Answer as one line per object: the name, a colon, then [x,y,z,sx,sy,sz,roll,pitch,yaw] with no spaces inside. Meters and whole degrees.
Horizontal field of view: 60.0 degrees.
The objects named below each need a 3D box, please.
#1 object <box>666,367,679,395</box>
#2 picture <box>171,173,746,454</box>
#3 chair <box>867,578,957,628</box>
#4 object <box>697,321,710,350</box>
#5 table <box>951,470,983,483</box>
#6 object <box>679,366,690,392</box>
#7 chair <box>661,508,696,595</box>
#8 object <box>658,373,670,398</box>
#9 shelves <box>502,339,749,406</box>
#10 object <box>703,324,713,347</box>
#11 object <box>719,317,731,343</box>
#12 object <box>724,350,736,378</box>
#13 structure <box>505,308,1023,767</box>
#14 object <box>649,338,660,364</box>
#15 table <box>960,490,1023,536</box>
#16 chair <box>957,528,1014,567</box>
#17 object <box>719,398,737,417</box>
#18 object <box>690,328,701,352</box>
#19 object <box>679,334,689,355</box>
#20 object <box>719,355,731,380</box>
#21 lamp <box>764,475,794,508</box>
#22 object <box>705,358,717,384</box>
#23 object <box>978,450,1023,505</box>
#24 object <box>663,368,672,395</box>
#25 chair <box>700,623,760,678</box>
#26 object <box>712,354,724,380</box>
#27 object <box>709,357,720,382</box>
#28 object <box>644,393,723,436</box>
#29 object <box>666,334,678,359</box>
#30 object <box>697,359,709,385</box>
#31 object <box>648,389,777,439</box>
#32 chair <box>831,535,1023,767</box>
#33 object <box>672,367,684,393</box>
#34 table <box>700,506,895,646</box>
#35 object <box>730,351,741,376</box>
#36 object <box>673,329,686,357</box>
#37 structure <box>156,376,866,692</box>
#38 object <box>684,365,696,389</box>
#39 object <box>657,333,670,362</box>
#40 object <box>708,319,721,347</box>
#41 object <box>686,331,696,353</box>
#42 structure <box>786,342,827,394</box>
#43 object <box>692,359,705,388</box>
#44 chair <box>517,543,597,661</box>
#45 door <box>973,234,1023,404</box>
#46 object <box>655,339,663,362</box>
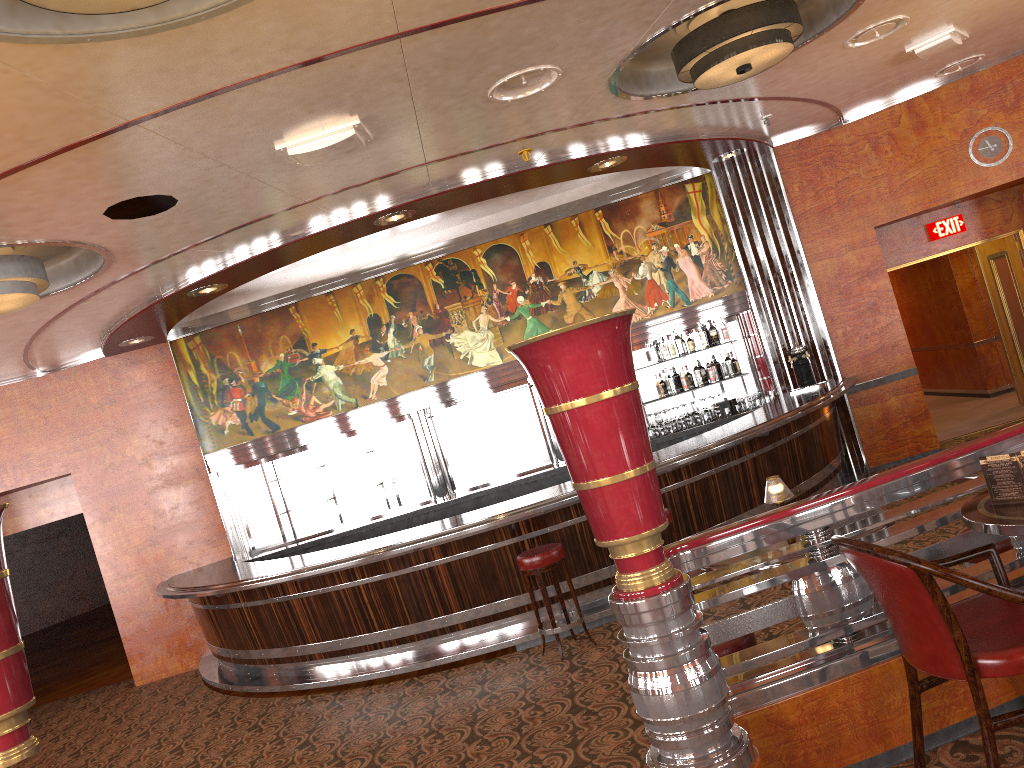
object: [1.732,-0.033,9.646,0.078,0.305,0.078,-17,0,-4]
picture: [-0.644,-0.747,9.761,6.256,1.322,0.001,-17,0,3]
chair: [1.580,1.141,3.322,0.351,0.755,0.349,-17,0,44]
object: [2.059,-0.528,9.589,0.078,0.305,0.078,-17,0,-16]
table: [2.532,0.753,4.142,0.848,0.960,0.850,-17,0,-17]
object: [1.864,-0.061,9.638,0.067,0.283,0.067,-17,0,-32]
chair: [1.094,1.316,6.495,0.351,0.755,0.349,-17,0,44]
object: [1.651,0.009,9.713,0.080,0.272,0.080,-17,0,6]
shelves: [1.224,-0.005,9.719,2.594,0.568,0.339,-17,0,3]
object: [2.151,-0.529,9.736,0.090,0.256,0.090,-17,0,9]
object: [2.292,-0.587,9.581,0.067,0.283,0.067,-17,0,14]
object: [2.360,-0.223,9.643,0.078,0.305,0.078,-17,0,16]
structure: [1.951,-0.460,3.372,4.347,3.605,0.550,-17,0,-23]
object: [1.536,-0.357,9.624,0.067,0.283,0.067,-17,0,-42]
table: [1.806,0.667,2.683,0.638,0.720,0.641,-17,0,-44]
chair: [2.150,0.972,3.728,0.351,0.755,0.349,-17,0,44]
object: [2.331,0.258,9.563,0.170,0.156,0.195,-17,0,28]
object: [1.995,-0.490,9.698,0.080,0.272,0.080,-17,0,-29]
object: [1.849,-0.428,9.672,0.068,0.235,0.212,-17,0,23]
object: [2.294,-0.186,9.602,0.080,0.272,0.080,-17,0,6]
lamp: [1.178,0.528,3.888,0.131,0.250,0.130,-17,0,23]
object: [2.137,-0.144,9.569,0.067,0.283,0.067,-17,0,-23]
object: [1.540,0.290,2.727,0.195,0.156,0.170,-17,0,-37]
object: [1.731,-0.032,9.736,0.078,0.305,0.206,-17,0,-1]
chair: [0.882,1.353,3.495,0.349,0.755,0.351,-17,0,-38]
object: [2.253,-0.183,9.753,0.090,0.293,0.090,-17,0,37]
object: [2.191,-0.160,9.634,0.067,0.283,0.067,-17,0,-37]
object: [1.866,0.354,9.627,0.951,0.245,0.396,-17,0,6]
object: [1.720,-0.408,9.615,0.080,0.272,0.080,-17,0,-4]
object: [2.074,-0.129,9.693,0.090,0.293,0.090,-17,0,-3]
object: [2.166,0.321,9.659,1.425,0.135,0.403,-17,0,9]
chair: [1.361,0.750,2.580,0.615,0.817,0.588,-17,0,-7]
object: [1.814,-0.050,9.748,0.090,0.293,0.090,-17,0,-18]
table: [1.353,1.107,3.865,0.850,0.960,0.849,-17,0,5]
object: [2.439,-0.229,9.726,0.080,0.272,0.080,-17,0,1]
object: [1.800,-0.450,9.588,0.078,0.305,0.078,-17,0,-9]
structure: [-0.041,1.522,8.158,7.812,1.047,3.206,-17,0,3]
object: [1.941,-0.078,9.716,0.080,0.272,0.080,-17,0,6]
object: [1.634,-0.399,9.619,0.078,0.305,0.078,-17,0,-6]
object: [2.171,-0.556,9.568,0.090,0.293,0.090,-17,0,37]
object: [1.928,-0.453,9.606,0.070,0.238,0.070,-17,0,-23]
structure: [3.008,-0.174,9.183,0.361,0.540,0.280,-17,0,23]
object: [2.010,-0.117,9.602,0.078,0.305,0.078,-17,0,41]
chair: [0.303,1.555,6.376,0.349,0.755,0.351,-17,0,-23]
door: [5.794,-0.724,10.134,0.063,1.983,0.808,-17,0,-3]
object: [1.612,-0.366,9.727,0.090,0.256,0.090,-17,0,24]
